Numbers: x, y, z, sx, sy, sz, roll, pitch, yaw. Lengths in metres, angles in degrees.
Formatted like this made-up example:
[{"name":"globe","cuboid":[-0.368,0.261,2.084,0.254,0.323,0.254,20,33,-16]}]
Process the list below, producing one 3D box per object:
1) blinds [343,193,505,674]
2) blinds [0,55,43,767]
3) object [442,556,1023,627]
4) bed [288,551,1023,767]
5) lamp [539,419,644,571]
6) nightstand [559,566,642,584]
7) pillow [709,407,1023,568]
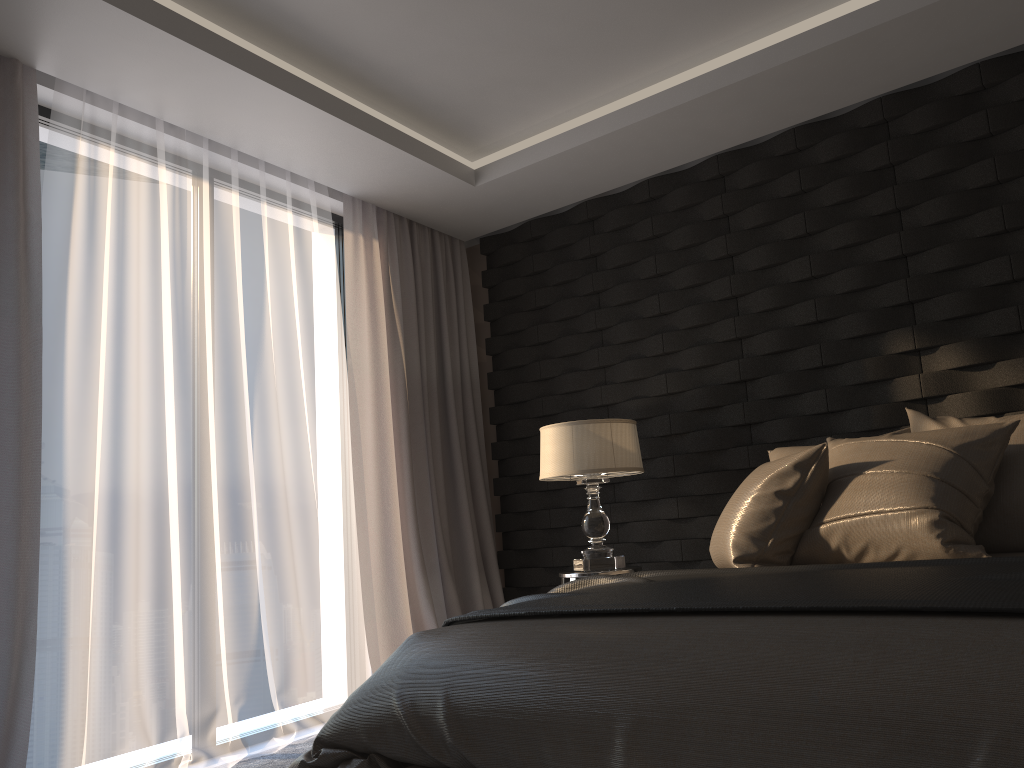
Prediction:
[{"name":"blinds","cuboid":[-0.388,0.258,4.540,0.324,2.641,1.048,-9,-11,31]},{"name":"blinds","cuboid":[-1.745,0.009,2.366,0.341,2.642,1.101,-9,-11,32]},{"name":"object","cuboid":[0.650,0.608,2.062,1.943,0.322,0.652,-12,-12,38]},{"name":"bed","cuboid":[0.974,0.819,2.393,2.169,0.624,2.417,-12,-12,39]},{"name":"lamp","cuboid":[0.359,0.496,3.878,0.482,0.631,0.450,-1,-10,-18]},{"name":"nightstand","cuboid":[0.404,1.102,3.766,0.580,0.603,0.521,3,-12,-37]},{"name":"pillow","cuboid":[1.182,0.307,2.819,1.190,0.518,0.949,-12,-12,40]}]
